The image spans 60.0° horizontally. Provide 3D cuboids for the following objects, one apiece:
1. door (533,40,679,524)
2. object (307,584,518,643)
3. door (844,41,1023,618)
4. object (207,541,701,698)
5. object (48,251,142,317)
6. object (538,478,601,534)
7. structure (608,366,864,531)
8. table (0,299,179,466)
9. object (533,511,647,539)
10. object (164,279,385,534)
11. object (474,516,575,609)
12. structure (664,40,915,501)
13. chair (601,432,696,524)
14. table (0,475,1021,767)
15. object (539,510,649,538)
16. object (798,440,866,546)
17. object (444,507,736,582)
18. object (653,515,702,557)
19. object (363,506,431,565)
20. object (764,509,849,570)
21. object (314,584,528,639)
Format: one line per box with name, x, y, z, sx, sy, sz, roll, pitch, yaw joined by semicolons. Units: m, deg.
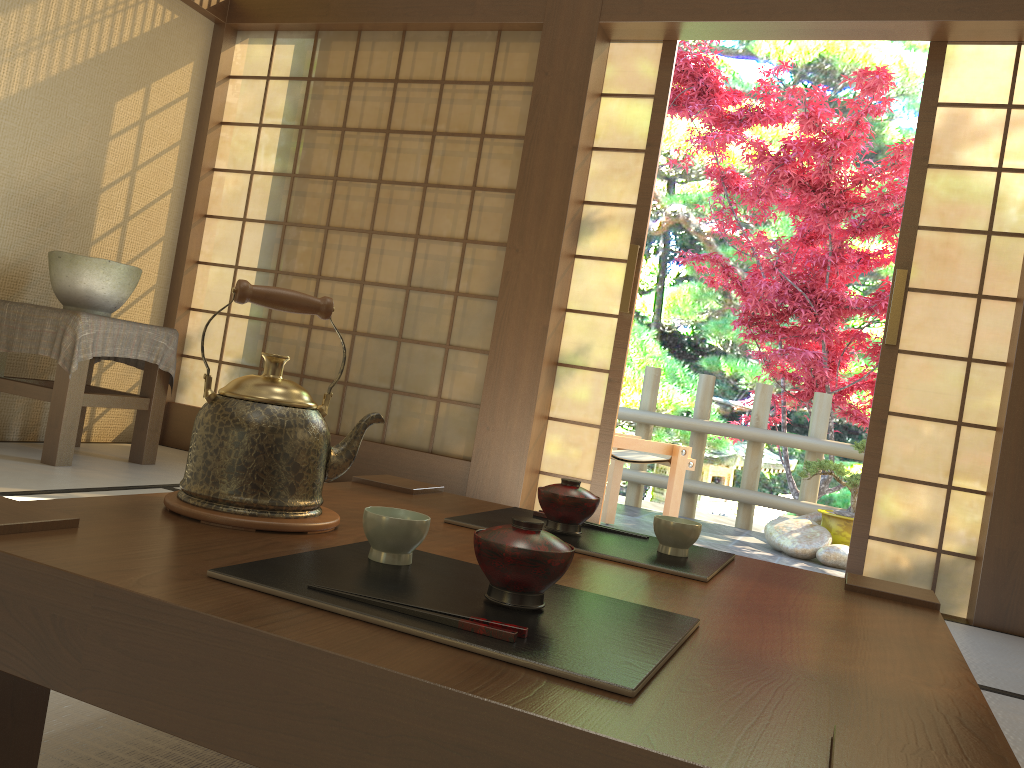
door;-0.320;-0.555;4.267;1.894;2.380;0.073;9;-1;22
object;-0.090;0.194;0.763;0.200;0.008;0.008;9;-1;20
door;2.363;-0.126;3.192;1.894;2.380;0.073;9;-1;22
object;-0.039;0.211;0.868;0.400;0.007;0.300;9;-1;22
object;-1.747;-0.402;3.686;0.358;0.230;0.357;9;-1;-9
object;0.087;0.191;1.400;0.100;0.080;0.100;9;-1;22
structure;2.459;0.668;5.897;7.456;1.136;0.245;9;-1;22
table;-1.825;-0.002;3.684;0.633;0.595;0.629;9;-1;21
object;0.132;0.239;1.512;0.200;0.008;0.008;9;-1;18
object;-0.308;0.024;1.146;0.219;0.296;0.226;9;-1;16
object;0.009;0.172;0.865;0.100;0.080;0.100;9;-1;22
structure;2.256;-0.762;6.978;3.045;4.004;3.412;10;-1;-36
chair;0.487;0.496;4.813;0.704;0.598;0.698;10;-1;-22
table;0.000;0.391;1.121;1.000;0.350;1.000;9;-1;22
object;0.139;0.241;1.528;0.200;0.008;0.008;9;-1;22
object;2.305;0.422;5.293;0.586;1.362;1.032;10;-1;-42
object;0.134;0.246;1.408;0.400;0.007;0.300;9;-1;22
object;0.252;0.235;1.365;0.073;0.052;0.074;10;-1;-25
object;-0.130;0.167;0.973;0.073;0.052;0.074;10;-1;-25
object;2.160;0.958;5.296;1.260;0.276;1.147;9;-1;17
object;-0.083;0.195;0.774;0.200;0.008;0.008;9;-1;15
